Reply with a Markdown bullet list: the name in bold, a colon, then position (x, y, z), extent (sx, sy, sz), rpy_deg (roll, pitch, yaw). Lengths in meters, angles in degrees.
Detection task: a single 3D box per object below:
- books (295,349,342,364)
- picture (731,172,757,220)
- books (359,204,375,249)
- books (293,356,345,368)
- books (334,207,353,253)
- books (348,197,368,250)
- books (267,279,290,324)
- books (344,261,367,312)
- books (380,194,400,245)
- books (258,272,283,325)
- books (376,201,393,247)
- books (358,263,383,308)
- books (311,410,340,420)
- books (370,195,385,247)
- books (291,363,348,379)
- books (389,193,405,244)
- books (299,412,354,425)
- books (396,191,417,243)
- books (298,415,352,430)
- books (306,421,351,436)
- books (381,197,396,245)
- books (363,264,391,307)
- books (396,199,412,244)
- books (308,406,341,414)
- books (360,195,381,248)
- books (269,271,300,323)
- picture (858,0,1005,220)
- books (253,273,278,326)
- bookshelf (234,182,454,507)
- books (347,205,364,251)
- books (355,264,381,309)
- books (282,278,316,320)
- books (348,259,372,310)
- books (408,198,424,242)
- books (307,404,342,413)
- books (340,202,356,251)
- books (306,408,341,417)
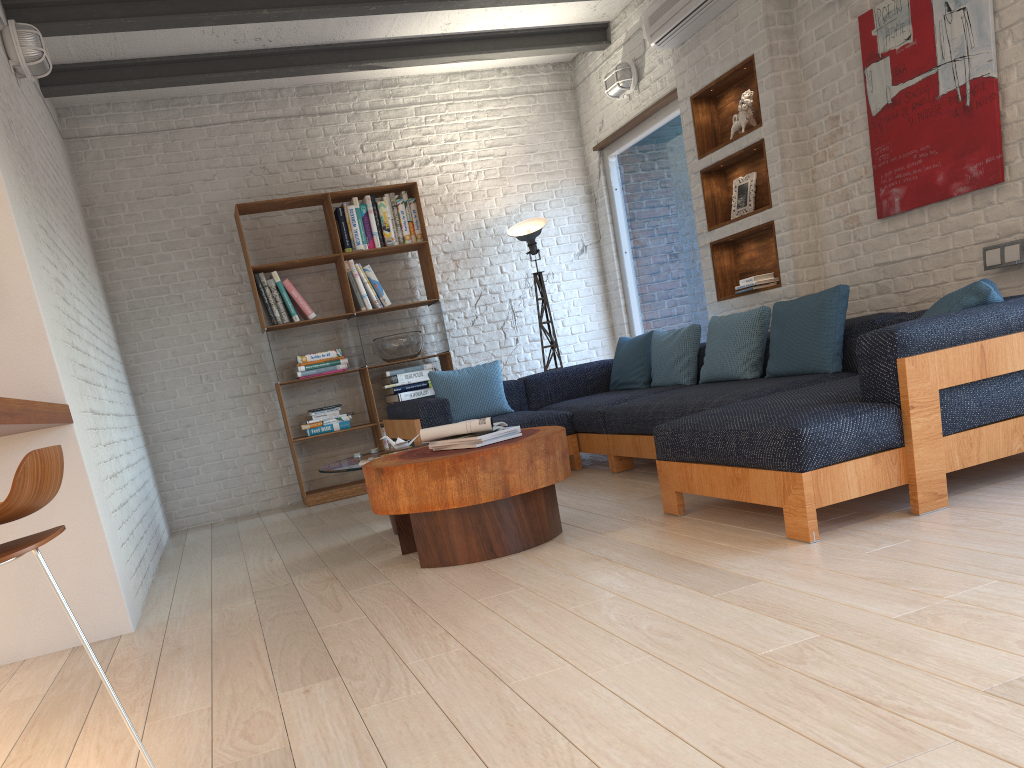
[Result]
- **books**: position (-1.464, -0.202, 6.592), extent (0.323, 0.057, 0.252), rpy_deg (-11, 2, -15)
- **picture**: position (1.424, -1.147, 5.323), extent (0.100, 0.250, 0.192), rpy_deg (-16, 9, -27)
- **books**: position (-1.114, -1.158, 6.586), extent (0.055, 0.338, 0.251), rpy_deg (-14, 9, -19)
- **books**: position (-1.466, -0.162, 6.599), extent (0.351, 0.021, 0.270), rpy_deg (-11, 2, -19)
- **books**: position (-1.273, -1.126, 6.537), extent (0.055, 0.338, 0.251), rpy_deg (-14, 9, -19)
- **books**: position (-1.158, -1.177, 6.554), extent (0.036, 0.393, 0.240), rpy_deg (-14, 9, -19)
- **books**: position (-1.742, -0.595, 6.472), extent (0.101, 0.342, 0.251), rpy_deg (-14, 8, -19)
- **books**: position (-1.211, -0.725, 6.618), extent (0.100, 0.393, 0.240), rpy_deg (-14, 9, -19)
- **books**: position (-0.935, -1.222, 6.640), extent (0.036, 0.393, 0.240), rpy_deg (-14, 9, -19)
- **books**: position (-1.789, -0.612, 6.434), extent (0.090, 0.394, 0.240), rpy_deg (-14, 9, -19)
- **books**: position (-0.984, -1.183, 6.600), extent (0.055, 0.338, 0.251), rpy_deg (-14, 9, -19)
- **books**: position (-1.101, -0.729, 6.649), extent (0.123, 0.357, 0.268), rpy_deg (-14, 8, -19)
- **books**: position (-1.433, 0.240, 6.679), extent (0.203, 0.034, 0.131), rpy_deg (-11, 2, -17)
- **books**: position (-1.037, -1.201, 6.595), extent (0.036, 0.393, 0.240), rpy_deg (-14, 9, -19)
- **books**: position (-1.458, -0.096, 6.597), extent (0.374, 0.037, 0.243), rpy_deg (-11, 2, -22)
- **books**: position (-0.897, -1.229, 6.638), extent (0.036, 0.393, 0.240), rpy_deg (-14, 9, -19)
- **books**: position (-1.419, 0.264, 6.662), extent (0.373, 0.019, 0.243), rpy_deg (-12, 2, -25)
- **books**: position (-0.810, -1.247, 6.665), extent (0.036, 0.393, 0.240), rpy_deg (-14, 9, -19)
- **books**: position (-1.432, 0.295, 6.673), extent (0.375, 0.037, 0.242), rpy_deg (-11, 2, -17)
- **books**: position (-1.402, 0.337, 6.680), extent (0.325, 0.057, 0.251), rpy_deg (-11, 2, -8)
- **books**: position (-0.956, -1.204, 6.622), extent (0.020, 0.368, 0.268), rpy_deg (-14, 9, -19)
- **books**: position (-1.050, -0.729, 6.651), extent (0.156, 0.337, 0.251), rpy_deg (-14, 8, -18)
- **books**: position (-0.847, -1.211, 6.652), extent (0.055, 0.338, 0.251), rpy_deg (-14, 9, -19)
- **books**: position (-1.440, 0.200, 6.671), extent (0.240, 0.008, 0.155), rpy_deg (-11, 1, -17)
- **books**: position (-1.068, -1.195, 6.575), extent (0.036, 0.393, 0.240), rpy_deg (-14, 9, -19)
- **books**: position (-1.685, -0.630, 6.453), extent (0.120, 0.391, 0.240), rpy_deg (-14, 9, -18)
- **picture**: position (1.899, -1.326, 3.991), extent (0.019, 0.983, 0.734), rpy_deg (-14, 9, -19)
- **books**: position (-1.821, -0.605, 6.416), extent (0.090, 0.394, 0.240), rpy_deg (-14, 9, -19)
- **bookshelf**: position (-1.175, -0.281, 6.657), extent (1.302, 2.258, 0.358), rpy_deg (-13, 11, -17)
- **books**: position (-1.195, -1.141, 6.542), extent (0.055, 0.338, 0.251), rpy_deg (-14, 9, -19)
- **books**: position (-1.119, -0.725, 6.635), extent (0.123, 0.357, 0.268), rpy_deg (-14, 8, -19)
- **books**: position (-1.601, -0.616, 6.508), extent (0.192, 0.326, 0.251), rpy_deg (-14, 8, -18)
- **books**: position (-1.168, -0.732, 6.607), extent (0.102, 0.393, 0.240), rpy_deg (-14, 9, -19)
- **books**: position (-0.764, -1.228, 6.700), extent (0.055, 0.338, 0.251), rpy_deg (-14, 9, -19)
- **books**: position (-1.436, 0.186, 6.657), extent (0.249, 0.017, 0.161), rpy_deg (-11, 2, -17)
- **books**: position (-1.239, -1.147, 6.544), extent (0.020, 0.368, 0.268), rpy_deg (-14, 9, -19)
- **books**: position (-1.446, 0.215, 6.678), extent (0.232, 0.019, 0.170), rpy_deg (-12, 2, -25)
